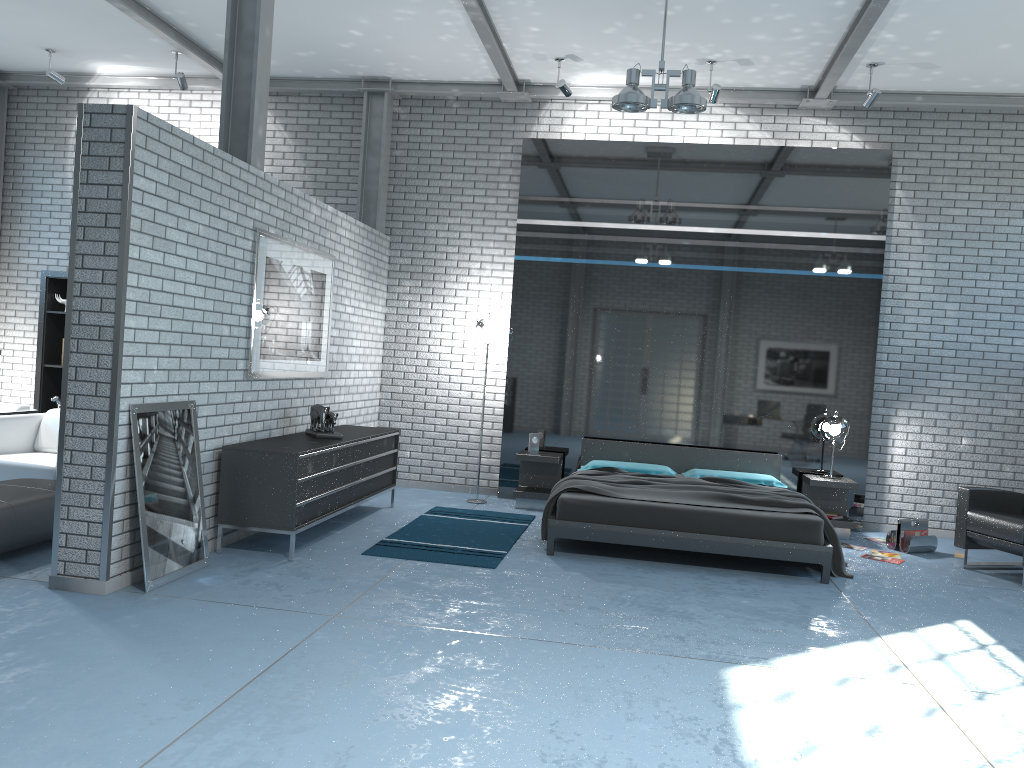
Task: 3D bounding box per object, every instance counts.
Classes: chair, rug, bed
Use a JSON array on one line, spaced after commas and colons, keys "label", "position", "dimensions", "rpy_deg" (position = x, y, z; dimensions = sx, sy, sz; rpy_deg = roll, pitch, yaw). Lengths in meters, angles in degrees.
[{"label": "chair", "position": [-3.492, 0.548, 6.830], "dimensions": [0.767, 0.661, 0.919], "rpy_deg": [4, 1, 11]}, {"label": "rug", "position": [-0.393, 1.141, 6.799], "dimensions": [0.886, 0.012, 2.060], "rpy_deg": [4, 1, 9]}, {"label": "bed", "position": [1.454, 0.938, 7.147], "dimensions": [2.290, 0.674, 2.261], "rpy_deg": [4, 1, 9]}, {"label": "chair", "position": [-4.370, 0.481, 7.004], "dimensions": [0.767, 0.661, 0.919], "rpy_deg": [4, 1, 7]}, {"label": "chair", "position": [3.993, 0.906, 6.640], "dimensions": [0.940, 1.099, 0.763], "rpy_deg": [4, 2, -16]}]

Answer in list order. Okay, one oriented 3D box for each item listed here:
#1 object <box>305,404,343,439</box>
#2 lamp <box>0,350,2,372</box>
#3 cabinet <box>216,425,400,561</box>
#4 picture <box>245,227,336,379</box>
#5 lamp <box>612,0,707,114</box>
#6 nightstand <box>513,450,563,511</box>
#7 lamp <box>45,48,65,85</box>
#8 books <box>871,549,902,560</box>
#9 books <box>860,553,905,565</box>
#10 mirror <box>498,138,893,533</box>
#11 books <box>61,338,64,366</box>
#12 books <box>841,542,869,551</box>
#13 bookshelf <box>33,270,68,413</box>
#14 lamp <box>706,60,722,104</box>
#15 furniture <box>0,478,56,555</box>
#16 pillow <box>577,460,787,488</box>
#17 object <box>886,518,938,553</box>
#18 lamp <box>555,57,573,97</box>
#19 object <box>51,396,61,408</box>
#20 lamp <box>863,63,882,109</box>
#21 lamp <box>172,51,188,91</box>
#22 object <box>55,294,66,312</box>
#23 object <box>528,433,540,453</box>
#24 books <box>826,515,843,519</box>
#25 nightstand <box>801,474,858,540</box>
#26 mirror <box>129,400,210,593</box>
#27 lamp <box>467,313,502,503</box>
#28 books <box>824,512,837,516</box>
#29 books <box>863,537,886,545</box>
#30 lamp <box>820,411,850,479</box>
[{"label": "object", "position": [-1.406, 0.273, 6.636], "dimensions": [0.221, 0.237, 0.369], "rpy_deg": [3, 2, -26]}, {"label": "lamp", "position": [-5.136, 0.208, 8.754], "dimensions": [0.140, 1.100, 0.098], "rpy_deg": [3, 2, -29]}, {"label": "cabinet", "position": [-1.425, 0.732, 6.661], "dimensions": [0.510, 0.682, 2.250], "rpy_deg": [4, 1, 9]}, {"label": "picture", "position": [-1.630, -0.550, 6.674], "dimensions": [0.020, 1.015, 1.490], "rpy_deg": [4, 1, 9]}, {"label": "lamp", "position": [1.030, -2.312, 6.037], "dimensions": [0.639, 0.872, 0.300], "rpy_deg": [4, 1, 9]}, {"label": "nightstand", "position": [0.244, 0.899, 8.280], "dimensions": [0.400, 0.501, 0.400], "rpy_deg": [4, 1, 9]}, {"label": "lamp", "position": [-4.385, -3.038, 8.500], "dimensions": [0.137, 0.311, 0.166], "rpy_deg": [5, 2, 34]}, {"label": "books", "position": [3.005, 1.369, 7.122], "dimensions": [0.219, 0.011, 0.297], "rpy_deg": [5, 2, 21]}, {"label": "books", "position": [2.904, 1.369, 6.945], "dimensions": [0.300, 0.005, 0.214], "rpy_deg": [5, 2, 39]}, {"label": "mirror", "position": [1.661, -0.507, 8.369], "dimensions": [3.400, 3.500, 0.050], "rpy_deg": [4, 1, 9]}, {"label": "books", "position": [-4.427, -0.317, 8.998], "dimensions": [0.167, 0.275, 0.195], "rpy_deg": [4, 1, 9]}, {"label": "books", "position": [2.797, 1.350, 7.391], "dimensions": [0.300, 0.005, 0.214], "rpy_deg": [5, 2, 42]}, {"label": "bookshelf", "position": [-3.796, -0.114, 8.932], "dimensions": [1.930, 1.920, 0.419], "rpy_deg": [4, 1, 9]}, {"label": "lamp", "position": [1.710, -2.574, 7.575], "dimensions": [0.137, 0.332, 0.167], "rpy_deg": [4, 1, -1]}, {"label": "furniture", "position": [-3.126, 0.787, 5.315], "dimensions": [0.685, 0.301, 1.291], "rpy_deg": [4, 1, 9]}, {"label": "pillow", "position": [1.507, 0.807, 7.954], "dimensions": [1.810, 0.115, 0.567], "rpy_deg": [4, 1, 9]}, {"label": "object", "position": [3.340, 1.259, 7.402], "dimensions": [0.352, 0.271, 0.236], "rpy_deg": [3, 2, -27]}, {"label": "lamp", "position": [0.445, -2.679, 7.757], "dimensions": [0.137, 0.311, 0.166], "rpy_deg": [5, 2, 34]}, {"label": "object", "position": [-4.542, 0.238, 9.029], "dimensions": [0.285, 0.229, 0.095], "rpy_deg": [3, 2, -36]}, {"label": "lamp", "position": [2.981, -2.475, 7.380], "dimensions": [0.137, 0.343, 0.161], "rpy_deg": [3, 2, -21]}, {"label": "lamp", "position": [-3.120, -2.934, 8.318], "dimensions": [0.137, 0.332, 0.167], "rpy_deg": [4, 1, -1]}, {"label": "object", "position": [-4.468, -0.813, 8.975], "dimensions": [0.308, 0.180, 0.106], "rpy_deg": [4, 1, -1]}, {"label": "object", "position": [0.208, 0.553, 8.305], "dimensions": [0.100, 0.184, 0.032], "rpy_deg": [3, 2, -23]}, {"label": "books", "position": [2.793, 1.168, 7.881], "dimensions": [0.176, 0.021, 0.223], "rpy_deg": [3, 2, -39]}, {"label": "nightstand", "position": [2.807, 1.090, 7.886], "dimensions": [0.400, 0.501, 0.400], "rpy_deg": [4, 1, 9]}, {"label": "mirror", "position": [-1.903, 0.594, 4.969], "dimensions": [0.165, 0.978, 0.674], "rpy_deg": [4, 1, 9]}, {"label": "lamp", "position": [-0.270, 0.218, 8.301], "dimensions": [0.250, 1.773, 0.259], "rpy_deg": [3, 2, -36]}, {"label": "books", "position": [2.795, 1.152, 7.881], "dimensions": [0.168, 0.011, 0.118], "rpy_deg": [4, 2, 14]}, {"label": "books", "position": [3.235, 1.372, 7.731], "dimensions": [0.214, 0.005, 0.318], "rpy_deg": [4, 1, -9]}, {"label": "lamp", "position": [2.884, 0.537, 7.939], "dimensions": [0.259, 0.596, 0.250], "rpy_deg": [4, 2, 17]}]
